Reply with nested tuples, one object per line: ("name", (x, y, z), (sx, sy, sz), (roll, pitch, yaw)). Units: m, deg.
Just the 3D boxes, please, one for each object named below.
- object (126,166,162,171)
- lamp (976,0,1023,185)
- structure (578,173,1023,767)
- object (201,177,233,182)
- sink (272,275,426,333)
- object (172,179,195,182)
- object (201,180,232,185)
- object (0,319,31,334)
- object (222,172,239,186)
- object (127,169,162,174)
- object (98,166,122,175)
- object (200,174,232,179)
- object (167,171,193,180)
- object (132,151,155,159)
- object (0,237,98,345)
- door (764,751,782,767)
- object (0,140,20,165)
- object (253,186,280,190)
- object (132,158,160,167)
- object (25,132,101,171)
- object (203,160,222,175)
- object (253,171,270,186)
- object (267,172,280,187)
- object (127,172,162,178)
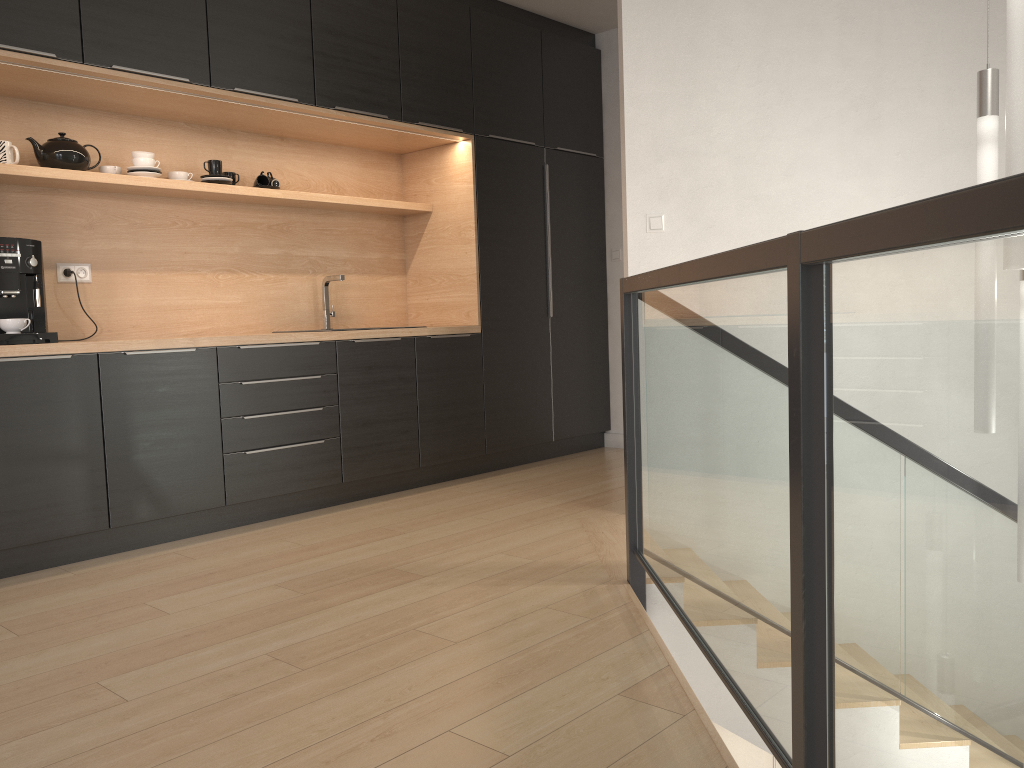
("object", (-1.642, -0.948, 3.959), (0.145, 0.025, 0.145), (0, 5, 29))
("lamp", (1.559, -1.203, 2.595), (0.359, 6.725, 0.359), (-3, 4, -11))
("structure", (1.828, 1.854, 1.946), (2.823, 4.339, 4.190), (-2, 4, -3))
("object", (-1.410, -0.965, 4.239), (0.145, 0.025, 0.145), (-5, 5, -34))
("sink", (-0.853, -0.317, 4.673), (0.512, 0.518, 0.626), (2, 6, 42))
("object", (-1.573, -0.944, 4.192), (0.145, 0.025, 0.145), (-5, 5, -34))
("object", (-1.413, -0.953, 4.239), (0.145, 0.025, 0.145), (-5, 5, -34))
("object", (-1.850, -0.213, 3.287), (0.095, 0.057, 0.099), (-6, 6, -45))
("object", (-1.393, -0.998, 4.381), (0.066, 0.092, 0.084), (-6, 6, -41))
("object", (-1.641, -0.935, 3.963), (0.145, 0.025, 0.145), (0, 5, 29))
("object", (-1.783, -0.934, 3.942), (0.099, 0.057, 0.095), (-2, 4, 0))
("object", (-1.414, -0.977, 4.237), (0.145, 0.025, 0.145), (-5, 5, -34))
("object", (-1.575, -0.969, 4.191), (0.099, 0.057, 0.095), (2, 6, 40))
("object", (-1.644, -1.007, 3.955), (0.095, 0.075, 0.098), (-5, 5, -36))
("object", (-1.887, -0.362, 3.539), (0.584, 0.398, 0.618), (2, 6, 43))
("door", (1.894, 2.745, 5.050), (0.974, 2.136, 0.085), (2, 6, 42))
("object", (-2.115, -0.911, 3.486), (0.112, 0.105, 0.297), (2, 6, 44))
("object", (-1.241, -0.976, 4.465), (0.145, 0.025, 0.145), (2, 6, 45))
("object", (-1.643, -0.973, 3.961), (0.095, 0.057, 0.099), (-1, 4, 15))
("object", (-1.887, -0.972, 3.742), (0.240, 0.171, 0.213), (-3, 4, -11))
("object", (-1.420, -1.018, 4.229), (0.066, 0.092, 0.084), (-1, 4, 11))
("object", (-1.262, -1.018, 4.445), (0.066, 0.093, 0.100), (-5, 5, -33))
("object", (-1.214, -1.028, 4.486), (0.066, 0.093, 0.100), (-5, 5, -38))
("object", (-1.641, -0.924, 3.961), (0.145, 0.025, 0.145), (0, 5, 29))
